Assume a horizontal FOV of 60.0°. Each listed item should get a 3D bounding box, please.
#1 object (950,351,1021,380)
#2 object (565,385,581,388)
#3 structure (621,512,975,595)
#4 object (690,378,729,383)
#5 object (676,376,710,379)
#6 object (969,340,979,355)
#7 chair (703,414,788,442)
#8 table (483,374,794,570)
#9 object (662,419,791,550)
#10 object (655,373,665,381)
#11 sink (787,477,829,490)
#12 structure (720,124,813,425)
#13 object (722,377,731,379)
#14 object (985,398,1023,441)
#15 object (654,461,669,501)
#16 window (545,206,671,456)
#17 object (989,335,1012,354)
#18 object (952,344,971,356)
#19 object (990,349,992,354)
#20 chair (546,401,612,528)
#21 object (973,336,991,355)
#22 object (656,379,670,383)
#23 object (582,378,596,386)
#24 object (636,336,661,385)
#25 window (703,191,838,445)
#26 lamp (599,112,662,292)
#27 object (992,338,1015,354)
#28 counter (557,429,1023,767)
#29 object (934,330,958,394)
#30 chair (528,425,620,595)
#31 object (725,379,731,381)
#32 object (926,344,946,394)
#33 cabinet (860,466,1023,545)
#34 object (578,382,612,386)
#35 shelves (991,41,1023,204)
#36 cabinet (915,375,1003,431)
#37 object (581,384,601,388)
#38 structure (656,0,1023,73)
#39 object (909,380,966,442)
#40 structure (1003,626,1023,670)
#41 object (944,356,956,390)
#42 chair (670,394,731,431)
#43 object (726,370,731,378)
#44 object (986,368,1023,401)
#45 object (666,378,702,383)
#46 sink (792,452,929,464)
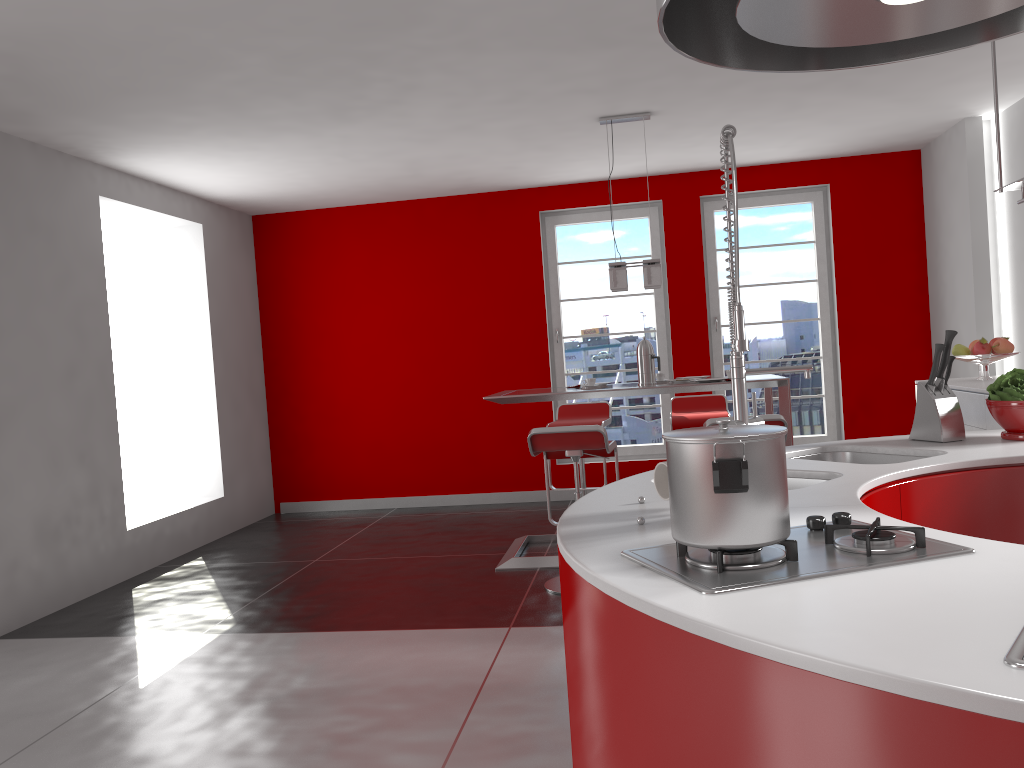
[{"bbox_3d":[2.876,-0.105,5.408,0.398,0.159,0.398,-5,2,-32],"label":"object"},{"bbox_3d":[0.388,0.015,5.654,0.095,0.012,0.234,-4,2,7],"label":"object"},{"bbox_3d":[0.436,0.249,1.399,0.457,0.037,0.303,-5,2,-16],"label":"structure"},{"bbox_3d":[1.116,-0.019,5.021,0.217,0.015,0.217,-2,2,45],"label":"object"},{"bbox_3d":[1.133,-0.036,5.543,0.217,0.015,0.217,-5,2,-16],"label":"object"},{"bbox_3d":[2.890,-0.222,5.512,0.096,0.105,0.117,-3,2,38],"label":"object"},{"bbox_3d":[1.168,0.575,4.494,0.418,0.857,0.460,-4,2,4],"label":"chair"},{"bbox_3d":[0.766,0.504,5.364,1.700,1.000,0.800,-4,2,9],"label":"table"},{"bbox_3d":[0.332,0.146,1.370,0.189,0.185,0.218,-5,2,-29],"label":"object"},{"bbox_3d":[0.907,-0.041,5.464,0.062,0.049,0.078,-6,2,-41],"label":"object"},{"bbox_3d":[0.586,0.338,2.212,0.326,0.172,0.428,-6,2,-42],"label":"sink"},{"bbox_3d":[0.663,-0.242,2.461,0.308,0.920,0.178,-5,2,-38],"label":"structure"},{"bbox_3d":[1.283,-0.035,5.184,0.119,0.016,0.119,-3,2,28],"label":"object"},{"bbox_3d":[1.504,0.098,2.569,0.229,0.118,0.228,-5,2,-20],"label":"object"},{"bbox_3d":[0.365,0.198,1.840,0.100,0.080,0.109,-5,2,-21],"label":"object"},{"bbox_3d":[0.808,-0.413,7.381,0.938,2.038,0.117,-4,2,9],"label":"window"},{"bbox_3d":[2.973,-0.238,5.424,0.150,0.129,0.117,-5,2,-34],"label":"object"},{"bbox_3d":[2.760,-0.204,5.445,0.083,0.086,0.100,-5,2,-32],"label":"object"},{"bbox_3d":[2.888,-0.198,5.426,0.086,0.079,0.084,-3,2,37],"label":"object"},{"bbox_3d":[0.495,0.569,6.224,0.418,0.857,0.460,-4,2,16],"label":"chair"},{"bbox_3d":[2.815,-0.223,5.330,0.097,0.133,0.117,-4,2,-2],"label":"object"},{"bbox_3d":[0.914,-0.017,5.459,0.119,0.016,0.119,-4,2,6],"label":"object"},{"bbox_3d":[0.476,-0.009,5.423,0.078,0.049,0.062,-3,2,31],"label":"object"},{"bbox_3d":[0.817,-0.143,5.304,0.149,0.287,0.113,-3,2,17],"label":"object"},{"bbox_3d":[2.090,-0.497,7.185,0.938,2.038,0.117,-4,2,9],"label":"window"},{"bbox_3d":[0.709,-1.082,5.306,0.304,1.025,0.304,-4,2,9],"label":"lamp"},{"bbox_3d":[2.943,-0.224,5.300,0.121,0.101,0.097,-4,2,-13],"label":"object"},{"bbox_3d":[1.274,0.631,2.027,1.868,0.880,2.865,-2,2,42],"label":"counter"},{"bbox_3d":[1.275,0.003,2.640,0.014,0.322,0.150,-5,2,-20],"label":"object"},{"bbox_3d":[0.344,0.628,4.625,0.418,0.857,0.460,-4,2,13],"label":"chair"},{"bbox_3d":[1.251,-0.026,4.994,0.095,0.012,0.234,-4,2,9],"label":"object"},{"bbox_3d":[1.247,0.020,2.640,0.012,0.279,0.130,-5,2,-20],"label":"object"},{"bbox_3d":[1.531,0.583,1.944,1.875,0.761,1.025,-5,2,-36],"label":"cabinet"},{"bbox_3d":[0.524,0.004,5.630,0.217,0.015,0.217,-3,2,33],"label":"object"},{"bbox_3d":[1.887,-1.079,2.438,0.934,1.023,0.462,-4,2,9],"label":"shelves"},{"bbox_3d":[2.838,0.434,4.887,0.610,0.880,1.802,-4,2,9],"label":"cabinet"},{"bbox_3d":[0.484,0.014,5.420,0.119,0.016,0.119,-4,2,-11],"label":"object"},{"bbox_3d":[0.479,-0.974,1.118,0.644,0.958,0.644,-5,2,-25],"label":"structure"},{"bbox_3d":[1.273,0.078,2.669,0.091,0.178,0.137,-5,2,-18],"label":"object"},{"bbox_3d":[0.741,0.241,0.960,0.303,0.037,0.457,-3,2,39],"label":"structure"},{"bbox_3d":[1.299,0.014,2.657,0.009,0.197,0.091,-5,2,-20],"label":"object"},{"bbox_3d":[1.314,0.515,6.119,0.418,0.857,0.460,-4,2,11],"label":"chair"},{"bbox_3d":[1.289,-0.059,5.182,0.078,0.049,0.062,-4,2,8],"label":"object"},{"bbox_3d":[1.490,0.045,2.568,0.198,0.182,0.193,-4,2,14],"label":"object"},{"bbox_3d":[1.021,-0.019,5.266,0.217,0.015,0.217,-6,2,-44],"label":"object"},{"bbox_3d":[0.977,0.302,2.501,0.326,0.172,0.428,-5,2,-30],"label":"sink"}]
